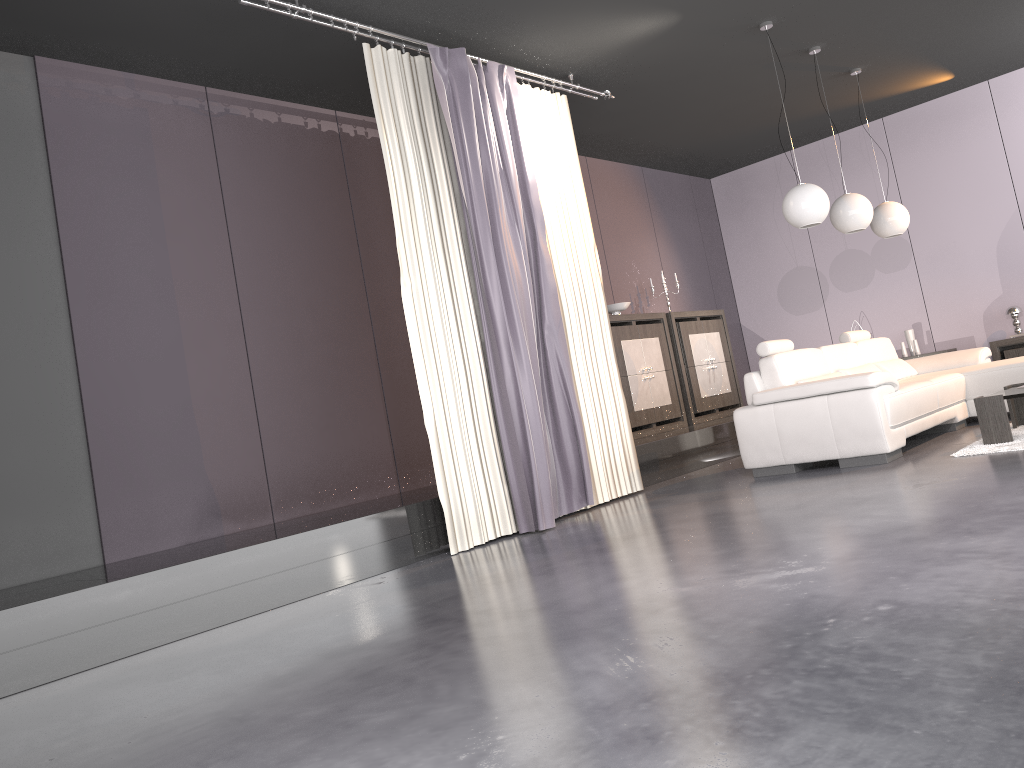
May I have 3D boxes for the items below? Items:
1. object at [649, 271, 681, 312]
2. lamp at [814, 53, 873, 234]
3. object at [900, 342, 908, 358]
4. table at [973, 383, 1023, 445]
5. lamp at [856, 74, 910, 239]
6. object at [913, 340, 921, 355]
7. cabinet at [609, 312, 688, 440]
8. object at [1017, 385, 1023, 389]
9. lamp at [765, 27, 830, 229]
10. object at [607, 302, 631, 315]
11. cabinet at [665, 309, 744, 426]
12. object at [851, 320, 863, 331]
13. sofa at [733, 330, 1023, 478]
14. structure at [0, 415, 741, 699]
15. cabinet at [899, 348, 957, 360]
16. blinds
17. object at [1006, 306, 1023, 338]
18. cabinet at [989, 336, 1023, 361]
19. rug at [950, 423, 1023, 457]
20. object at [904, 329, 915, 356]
[{"bbox_3d":[1.507,-0.891,8.663,0.230,0.447,0.228,-8,-5,-32],"label":"object"},{"bbox_3d":[2.437,-1.835,6.685,0.304,1.421,0.308,-15,-7,44],"label":"lamp"},{"bbox_3d":[3.901,-0.341,8.818,0.051,0.153,0.051,-12,-5,19],"label":"object"},{"bbox_3d":[3.215,0.120,5.170,0.696,0.272,0.907,-13,-4,41],"label":"table"},{"bbox_3d":[3.013,-1.912,7.363,0.304,1.421,0.308,-15,-7,44],"label":"lamp"},{"bbox_3d":[3.991,-0.361,8.740,0.051,0.153,0.051,-12,-5,19],"label":"object"},{"bbox_3d":[1.061,-0.066,7.891,0.409,1.079,1.074,-15,-6,41],"label":"cabinet"},{"bbox_3d":[3.106,-0.060,5.100,0.305,0.137,0.302,-8,-4,-45],"label":"object"},{"bbox_3d":[1.881,-1.761,6.037,0.307,1.421,0.305,-11,-5,8],"label":"lamp"},{"bbox_3d":[0.927,-0.646,7.966,0.309,0.117,0.307,-10,-3,-16],"label":"object"},{"bbox_3d":[1.817,-0.167,8.774,0.409,1.079,1.074,-15,-6,41],"label":"cabinet"},{"bbox_3d":[3.574,-0.427,9.112,0.123,0.468,0.108,-15,-7,41],"label":"object"},{"bbox_3d":[3.020,-0.086,6.218,1.857,0.862,2.868,-13,-4,41],"label":"sofa"},{"bbox_3d":[-0.046,0.758,5.992,0.994,0.302,8.792,-13,-3,41],"label":"structure"},{"bbox_3d":[3.894,0.024,8.870,1.066,0.557,0.378,-13,-5,40],"label":"cabinet"},{"bbox_3d":[-0.031,-0.656,5.295,0.247,3.009,3.296,-15,-6,41],"label":"blinds"},{"bbox_3d":[4.668,-0.584,8.201,0.139,0.285,0.140,-14,-6,40],"label":"object"},{"bbox_3d":[4.962,-0.216,7.937,1.066,0.557,0.378,-13,-5,40],"label":"cabinet"},{"bbox_3d":[3.224,0.259,5.153,0.911,0.023,1.530,-13,-3,41],"label":"rug"},{"bbox_3d":[3.992,-0.413,8.851,0.089,0.265,0.089,-11,-5,2],"label":"object"}]
